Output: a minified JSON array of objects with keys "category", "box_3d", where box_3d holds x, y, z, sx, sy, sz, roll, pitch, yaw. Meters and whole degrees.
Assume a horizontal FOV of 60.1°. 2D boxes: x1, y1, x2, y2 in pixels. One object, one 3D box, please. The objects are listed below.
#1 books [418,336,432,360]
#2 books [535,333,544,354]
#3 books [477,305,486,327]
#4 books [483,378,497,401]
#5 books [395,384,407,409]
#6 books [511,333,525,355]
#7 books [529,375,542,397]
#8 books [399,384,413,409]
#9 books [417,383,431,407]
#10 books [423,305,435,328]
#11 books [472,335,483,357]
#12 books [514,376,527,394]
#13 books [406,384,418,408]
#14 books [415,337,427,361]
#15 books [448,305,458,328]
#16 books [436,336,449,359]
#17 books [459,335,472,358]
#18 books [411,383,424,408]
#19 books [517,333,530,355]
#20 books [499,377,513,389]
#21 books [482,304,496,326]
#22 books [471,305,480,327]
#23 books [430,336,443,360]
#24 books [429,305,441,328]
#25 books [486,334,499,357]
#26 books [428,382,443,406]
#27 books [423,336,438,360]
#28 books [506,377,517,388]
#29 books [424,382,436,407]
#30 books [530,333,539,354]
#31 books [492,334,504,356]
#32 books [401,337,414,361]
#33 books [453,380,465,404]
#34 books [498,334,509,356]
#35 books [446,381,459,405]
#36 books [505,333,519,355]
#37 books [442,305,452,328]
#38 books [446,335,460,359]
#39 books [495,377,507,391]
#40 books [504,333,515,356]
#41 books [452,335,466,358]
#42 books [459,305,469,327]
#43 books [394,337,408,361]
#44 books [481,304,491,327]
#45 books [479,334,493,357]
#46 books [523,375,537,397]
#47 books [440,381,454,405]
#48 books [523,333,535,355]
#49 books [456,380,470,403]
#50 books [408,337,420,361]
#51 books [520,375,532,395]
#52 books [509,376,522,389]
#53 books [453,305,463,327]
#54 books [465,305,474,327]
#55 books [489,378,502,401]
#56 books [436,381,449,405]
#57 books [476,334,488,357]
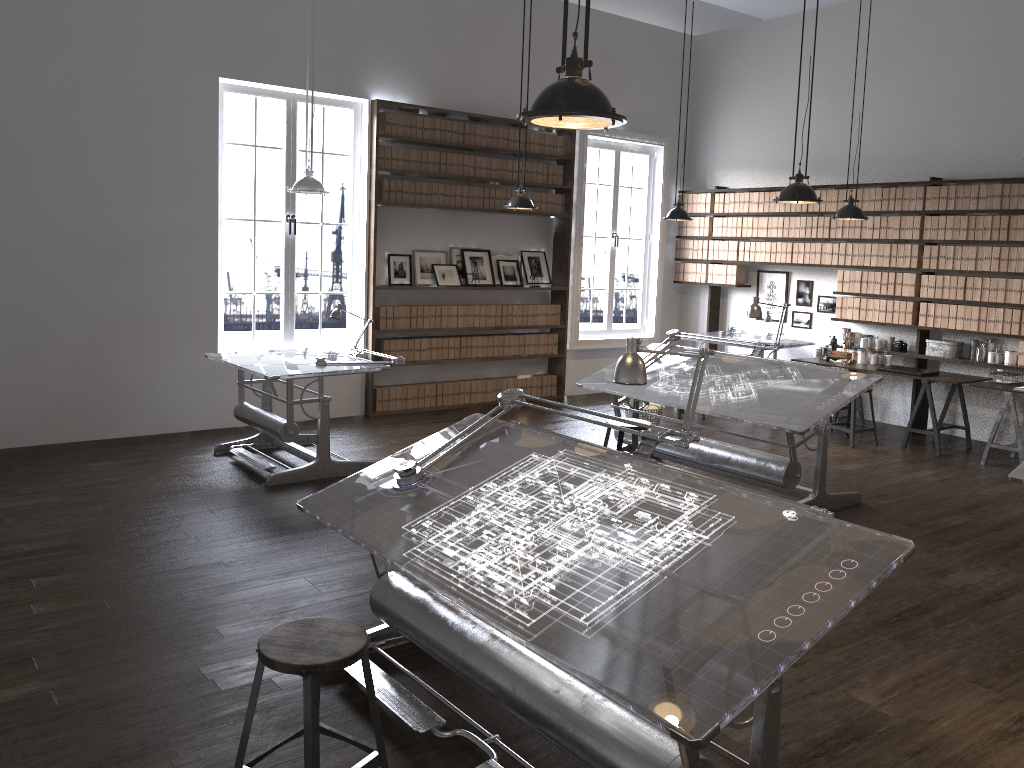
[{"category":"books","box_3d":[-0.894,-0.364,9.026,0.067,0.224,0.175,-2,8,-37]},{"category":"books","box_3d":[0.275,-0.456,9.913,0.067,0.224,0.175,-2,8,-37]},{"category":"books","box_3d":[-0.358,-0.723,9.387,0.067,0.224,0.175,-2,8,-37]},{"category":"books","box_3d":[-0.245,0.059,9.586,0.067,0.224,0.175,-2,8,-37]},{"category":"books","box_3d":[-1.131,0.130,8.907,0.067,0.224,0.175,-2,8,-37]},{"category":"books","box_3d":[0.056,-0.439,9.752,0.067,0.224,0.175,-2,8,-37]},{"category":"books","box_3d":[0.250,0.020,9.963,0.067,0.224,0.175,-2,8,-37]},{"category":"books","box_3d":[-1.075,0.126,8.944,0.067,0.224,0.175,-2,8,-37]},{"category":"books","box_3d":[-0.910,0.113,9.072,0.067,0.224,0.175,-2,8,-37]},{"category":"books","box_3d":[-0.857,-0.685,9.015,0.067,0.224,0.175,-2,8,-37]},{"category":"books","box_3d":[-0.389,-0.404,9.409,0.067,0.224,0.175,-2,8,-37]},{"category":"books","box_3d":[0.081,0.034,9.833,0.067,0.224,0.175,-2,8,-37]},{"category":"books","box_3d":[-1.025,0.121,8.989,0.067,0.224,0.175,-2,8,-37]},{"category":"books","box_3d":[-0.943,-0.360,8.986,0.067,0.224,0.175,-2,8,-37]},{"category":"books","box_3d":[-0.642,-0.701,9.175,0.067,0.224,0.175,-2,8,-37]},{"category":"books","box_3d":[-0.732,-0.377,9.151,0.067,0.224,0.175,-2,8,-37]},{"category":"books","box_3d":[-0.501,-0.395,9.328,0.067,0.224,0.175,-2,8,-37]},{"category":"books","box_3d":[-0.968,0.117,9.032,0.067,0.224,0.175,-2,8,-37]},{"category":"books","box_3d":[0.114,-0.443,9.791,0.067,0.224,0.175,-2,8,-37]},{"category":"books","box_3d":[-0.074,0.047,9.712,0.067,0.224,0.175,-2,8,-37]},{"category":"books","box_3d":[-0.253,-0.732,9.473,0.067,0.224,0.175,-2,8,-37]},{"category":"books","box_3d":[-0.418,-0.719,9.346,0.067,0.224,0.175,-2,8,-37]},{"category":"books","box_3d":[-0.788,-0.373,9.108,0.067,0.224,0.175,-2,8,-37]},{"category":"books","box_3d":[-0.801,-0.690,9.058,0.067,0.224,0.175,-2,8,-37]},{"category":"books","box_3d":[-0.220,-0.417,9.540,0.067,0.224,0.175,-2,8,-37]},{"category":"books","box_3d":[-0.793,0.104,9.160,0.067,0.224,0.175,-2,8,-37]},{"category":"books","box_3d":[-0.838,-0.368,9.063,0.067,0.224,0.175,-2,8,-37]},{"category":"books","box_3d":[-0.025,0.042,9.751,0.067,0.224,0.175,-2,8,-37]},{"category":"books","box_3d":[-0.856,0.108,9.119,0.067,0.224,0.175,-2,8,-37]},{"category":"books","box_3d":[0.219,-0.452,9.876,0.067,0.224,0.175,-2,8,-37]},{"category":"books","box_3d":[-0.167,-0.421,9.575,0.067,0.224,0.175,-2,8,-37]},{"category":"books","box_3d":[-1.058,-0.351,8.901,0.067,0.224,0.175,-2,8,-37]},{"category":"books","box_3d":[-0.574,0.087,9.326,0.067,0.224,0.175,-2,8,-37]},{"category":"books","box_3d":[-0.109,-0.425,9.619,0.067,0.224,0.175,-2,8,-37]},{"category":"books","box_3d":[-0.631,0.091,9.282,0.067,0.224,0.175,-2,8,-37]},{"category":"books","box_3d":[-0.001,-0.435,9.711,0.067,0.224,0.175,-2,8,-37]},{"category":"books","box_3d":[-0.693,-0.698,9.138,0.067,0.224,0.175,-2,8,-37]},{"category":"books","box_3d":[-0.620,-0.386,9.238,0.067,0.224,0.175,-2,8,-37]},{"category":"books","box_3d":[-0.130,0.051,9.666,0.067,0.224,0.175,-2,8,-37]},{"category":"books","box_3d":[-0.054,-0.430,9.665,0.067,0.224,0.175,-2,8,-37]},{"category":"books","box_3d":[-0.557,-0.390,9.279,0.067,0.224,0.175,-2,8,-37]},{"category":"books","box_3d":[-0.530,-0.711,9.263,0.067,0.224,0.175,-2,8,-37]},{"category":"books","box_3d":[-1.114,-0.347,8.861,0.067,0.224,0.175,-2,8,-37]},{"category":"books","box_3d":[-0.301,-0.728,9.431,0.067,0.224,0.175,-2,8,-37]},{"category":"books","box_3d":[-0.280,-0.413,9.495,0.067,0.224,0.175,-2,8,-37]},{"category":"books","box_3d":[0.196,0.026,9.916,0.067,0.224,0.175,-2,8,-37]},{"category":"books","box_3d":[-0.684,0.095,9.247,0.067,0.224,0.175,-2,8,-37]},{"category":"books","box_3d":[0.170,-0.448,9.837,0.067,0.224,0.175,-2,8,-37]},{"category":"books","box_3d":[-0.518,0.082,9.373,0.067,0.224,0.175,-2,8,-37]},{"category":"books","box_3d":[-1.000,-0.355,8.941,0.067,0.224,0.175,-2,8,-37]},{"category":"books","box_3d":[0.137,0.029,9.876,0.067,0.224,0.175,-2,8,-37]},{"category":"books","box_3d":[0.031,0.039,9.788,0.067,0.224,0.175,-2,8,-37]},{"category":"books","box_3d":[-0.584,-0.706,9.217,0.067,0.224,0.175,-2,8,-37]},{"category":"books","box_3d":[-0.476,-0.715,9.307,0.067,0.224,0.175,-2,8,-37]},{"category":"books","box_3d":[-0.189,0.055,9.627,0.067,0.224,0.175,-2,8,-37]},{"category":"books","box_3d":[-0.737,0.099,9.209,0.067,0.224,0.175,-2,8,-37]},{"category":"books","box_3d":[-0.336,-0.409,9.455,0.067,0.224,0.175,-2,8,-37]}]
